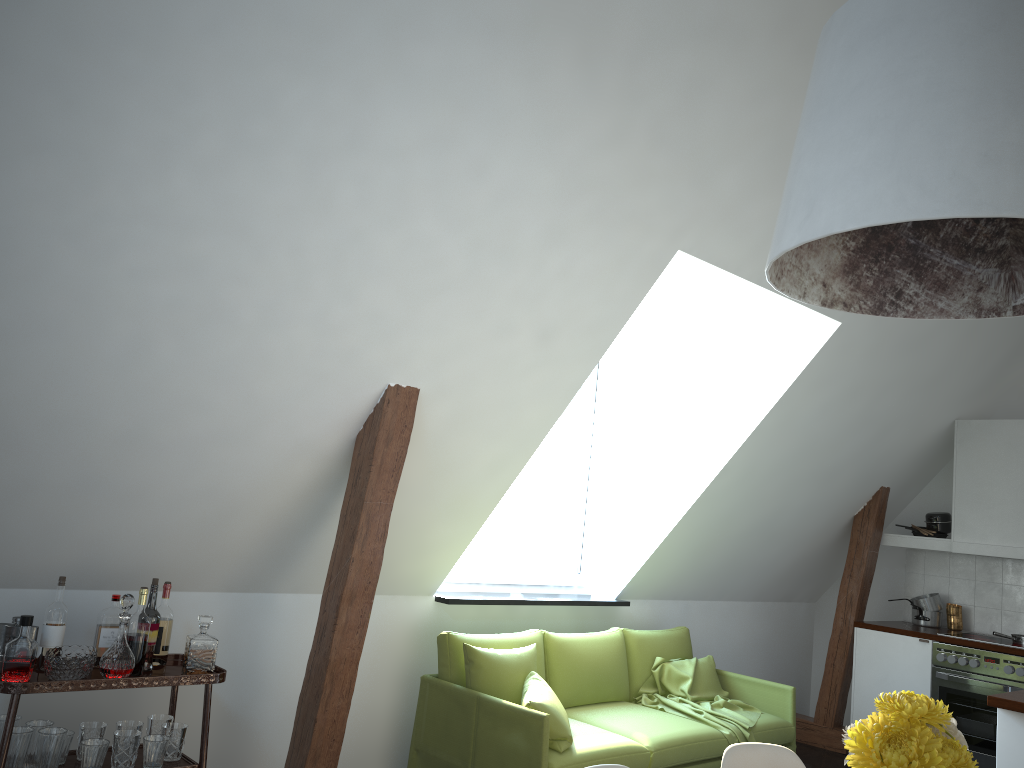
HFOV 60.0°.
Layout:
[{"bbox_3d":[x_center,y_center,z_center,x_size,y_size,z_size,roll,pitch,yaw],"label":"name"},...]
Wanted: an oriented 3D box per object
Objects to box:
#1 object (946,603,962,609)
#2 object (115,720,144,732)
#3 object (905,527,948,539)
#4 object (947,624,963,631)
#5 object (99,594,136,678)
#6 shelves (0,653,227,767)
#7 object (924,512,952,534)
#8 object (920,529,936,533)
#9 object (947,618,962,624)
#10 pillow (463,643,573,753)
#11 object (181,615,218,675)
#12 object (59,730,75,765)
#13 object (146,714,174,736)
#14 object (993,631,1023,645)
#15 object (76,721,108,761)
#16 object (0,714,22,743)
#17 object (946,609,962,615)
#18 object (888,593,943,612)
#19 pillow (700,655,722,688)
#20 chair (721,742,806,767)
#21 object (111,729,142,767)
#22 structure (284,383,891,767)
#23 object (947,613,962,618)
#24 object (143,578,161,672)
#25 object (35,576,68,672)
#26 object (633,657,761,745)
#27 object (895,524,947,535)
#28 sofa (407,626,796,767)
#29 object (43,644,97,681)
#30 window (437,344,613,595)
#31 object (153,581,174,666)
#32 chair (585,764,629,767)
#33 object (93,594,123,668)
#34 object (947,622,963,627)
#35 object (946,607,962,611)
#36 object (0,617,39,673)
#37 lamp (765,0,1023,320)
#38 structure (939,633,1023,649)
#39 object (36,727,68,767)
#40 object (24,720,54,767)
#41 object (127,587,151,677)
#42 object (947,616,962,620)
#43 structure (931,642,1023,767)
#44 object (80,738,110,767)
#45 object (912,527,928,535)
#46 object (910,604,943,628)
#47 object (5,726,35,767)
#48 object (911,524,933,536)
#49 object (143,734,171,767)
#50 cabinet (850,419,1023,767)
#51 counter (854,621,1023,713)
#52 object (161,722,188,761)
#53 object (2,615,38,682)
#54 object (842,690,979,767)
[{"bbox_3d":[3.128,1.581,6.273,0.100,0.047,0.099,-2,-11,43],"label":"object"},{"bbox_3d":[-1.390,1.287,3.206,0.095,0.119,0.095,4,-8,10],"label":"object"},{"bbox_3d":[2.986,1.075,6.363,0.243,0.056,0.350,0,-10,37],"label":"object"},{"bbox_3d":[3.122,1.716,6.250,0.100,0.036,0.100,-2,-12,44],"label":"object"},{"bbox_3d":[-1.344,0.871,3.053,0.114,0.292,0.114,3,-9,20],"label":"object"},{"bbox_3d":[-1.462,1.360,3.090,0.438,0.732,0.803,-2,-11,44],"label":"shelves"},{"bbox_3d":[3.071,1.000,6.384,0.190,0.166,0.200,4,-8,11],"label":"object"},{"bbox_3d":[2.989,1.055,6.367,0.065,0.031,0.335,5,-8,5],"label":"object"},{"bbox_3d":[3.123,1.678,6.258,0.099,0.051,0.099,0,-10,34],"label":"object"},{"bbox_3d":[0.099,1.418,4.056,0.600,0.387,0.475,-2,-12,45],"label":"pillow"},{"bbox_3d":[-1.140,0.961,3.257,0.101,0.211,0.101,10,-9,-27],"label":"object"},{"bbox_3d":[-1.572,1.259,3.070,0.092,0.099,0.092,2,-9,25],"label":"object"},{"bbox_3d":[-1.329,1.312,3.332,0.095,0.119,0.095,4,-8,10],"label":"object"},{"bbox_3d":[3.284,1.641,5.721,0.351,0.061,0.232,3,-9,21],"label":"object"},{"bbox_3d":[-1.493,1.267,3.143,0.095,0.119,0.095,4,-8,10],"label":"object"},{"bbox_3d":[-1.714,1.204,2.989,0.087,0.155,0.087,3,-9,21],"label":"object"},{"bbox_3d":[3.124,1.618,6.269,0.100,0.036,0.100,4,-9,14],"label":"object"},{"bbox_3d":[2.912,1.578,6.407,0.371,0.169,0.203,3,-9,20],"label":"object"},{"bbox_3d":[1.076,1.747,5.199,0.462,0.275,0.210,14,-11,-43],"label":"pillow"},{"bbox_3d":[0.774,1.452,2.377,0.465,0.801,0.542,8,-9,-16],"label":"chair"},{"bbox_3d":[-1.346,1.274,3.086,0.095,0.119,0.095,4,-8,10],"label":"object"},{"bbox_3d":[-2.189,0.597,2.560,12.350,1.963,1.023,13,-11,-41],"label":"structure"},{"bbox_3d":[3.126,1.636,6.268,0.101,0.057,0.099,11,-10,-30],"label":"object"},{"bbox_3d":[-1.336,0.882,3.262,0.080,0.329,0.080,-1,-11,38],"label":"object"},{"bbox_3d":[-1.603,0.838,3.110,0.073,0.320,0.073,-1,-11,38],"label":"object"},{"bbox_3d":[1.119,1.829,4.943,0.722,0.493,0.711,-2,-11,43],"label":"object"},{"bbox_3d":[2.967,1.070,6.443,0.357,0.075,0.244,3,-9,19],"label":"object"},{"bbox_3d":[0.572,1.746,4.610,2.093,0.825,0.898,14,-11,-42],"label":"sofa"},{"bbox_3d":[-1.495,0.948,3.001,0.151,0.092,0.245,8,-8,-13],"label":"object"},{"bbox_3d":[-0.232,-1.538,1.186,8.018,4.249,5.959,13,-11,-41],"label":"window"},{"bbox_3d":[-1.342,0.914,3.398,0.081,0.308,0.081,-1,-11,39],"label":"object"},{"bbox_3d":[0.350,1.353,1.998,0.465,0.801,0.542,13,-11,-40],"label":"chair"},{"bbox_3d":[-1.474,0.905,3.257,0.099,0.257,0.067,12,-10,-36],"label":"object"},{"bbox_3d":[3.122,1.695,6.254,0.099,0.048,0.100,9,-9,-23],"label":"object"},{"bbox_3d":[3.125,1.601,6.271,0.100,0.036,0.100,8,-8,-13],"label":"object"},{"bbox_3d":[-1.691,0.887,3.014,0.135,0.182,0.052,7,-8,-5],"label":"object"},{"bbox_3d":[1.028,-1.589,1.928,0.757,2.813,0.697,5,-8,8],"label":"lamp"},{"bbox_3d":[3.148,1.681,5.737,0.504,0.041,0.574,13,-11,-41],"label":"structure"},{"bbox_3d":[-1.512,1.212,2.895,0.087,0.155,0.087,3,-9,21],"label":"object"},{"bbox_3d":[-1.591,1.213,2.963,0.087,0.155,0.087,3,-9,21],"label":"object"},{"bbox_3d":[-1.339,0.882,3.172,0.081,0.307,0.081,12,-10,-36],"label":"object"},{"bbox_3d":[3.125,1.658,6.264,0.099,0.043,0.100,0,-10,35],"label":"object"},{"bbox_3d":[3.121,2.069,5.687,0.749,0.725,0.583,13,-11,-41],"label":"structure"},{"bbox_3d":[-1.422,1.266,3.009,0.092,0.099,0.092,2,-9,25],"label":"object"},{"bbox_3d":[2.922,1.051,6.359,0.065,0.065,0.332,4,-9,15],"label":"object"},{"bbox_3d":[2.947,1.647,6.305,0.200,0.154,0.348,2,-9,27],"label":"object"},{"bbox_3d":[-1.607,1.198,2.868,0.087,0.155,0.087,3,-9,21],"label":"object"},{"bbox_3d":[2.938,1.045,6.358,0.061,0.077,0.331,5,-8,6],"label":"object"},{"bbox_3d":[-1.261,1.300,3.130,0.092,0.099,0.092,2,-9,25],"label":"object"},{"bbox_3d":[3.257,1.174,4.112,3.033,2.369,4.208,13,-11,-41],"label":"cabinet"},{"bbox_3d":[2.920,1.462,4.373,3.085,0.038,3.365,13,-11,-41],"label":"counter"},{"bbox_3d":[-1.240,1.307,3.238,0.095,0.119,0.095,4,-8,10],"label":"object"},{"bbox_3d":[-1.608,0.865,2.910,0.087,0.206,0.087,8,-9,-17],"label":"object"},{"bbox_3d":[0.745,0.771,1.675,0.233,0.365,0.293,3,-9,19],"label":"object"}]
